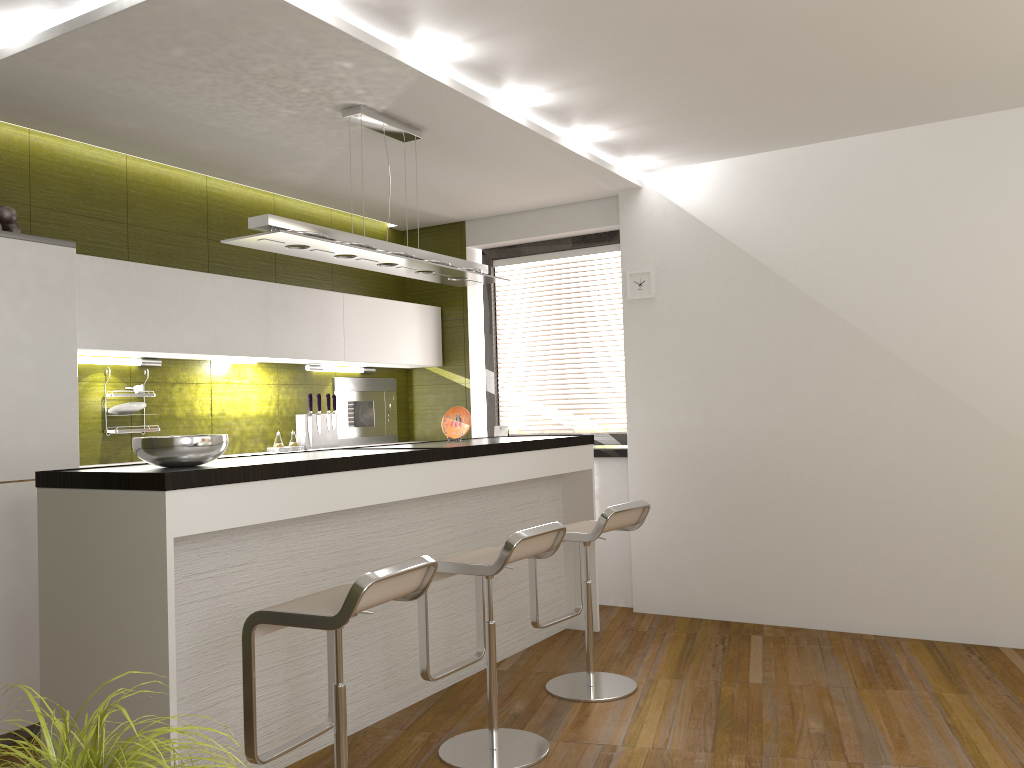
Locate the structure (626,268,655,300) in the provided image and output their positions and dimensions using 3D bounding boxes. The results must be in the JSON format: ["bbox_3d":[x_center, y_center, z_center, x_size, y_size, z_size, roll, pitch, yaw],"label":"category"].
[{"bbox_3d":[0.806,-0.624,5.562,0.180,0.180,0.026,-3,-2,31],"label":"structure"}]

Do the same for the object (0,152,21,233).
[{"bbox_3d":[-2.280,-0.857,3.845,0.304,0.488,0.195,-3,-2,28],"label":"object"}]

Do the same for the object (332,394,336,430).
[{"bbox_3d":[-1.148,0.181,5.710,0.013,0.231,0.040,-3,-2,31],"label":"object"}]

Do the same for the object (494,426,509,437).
[{"bbox_3d":[-0.073,0.379,6.238,0.106,0.169,0.057,-3,-2,25],"label":"object"}]

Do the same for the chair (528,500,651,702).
[{"bbox_3d":[0.369,0.972,4.095,0.460,0.857,0.418,-3,-2,36],"label":"chair"}]

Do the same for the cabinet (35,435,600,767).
[{"bbox_3d":[-0.542,0.861,4.050,0.663,1.134,2.947,-3,-2,31],"label":"cabinet"}]

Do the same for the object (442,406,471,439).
[{"bbox_3d":[-0.303,0.211,4.843,0.184,0.178,0.055,-3,-2,27],"label":"object"}]

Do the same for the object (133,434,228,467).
[{"bbox_3d":[-1.152,0.234,3.091,0.311,0.105,0.311,-4,-2,44],"label":"object"}]

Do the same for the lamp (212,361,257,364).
[{"bbox_3d":[-1.630,-0.125,5.215,0.008,0.008,0.334,-3,-2,31],"label":"lamp"}]

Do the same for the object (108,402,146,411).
[{"bbox_3d":[-1.949,0.120,4.492,0.173,0.052,0.181,-3,-2,31],"label":"object"}]

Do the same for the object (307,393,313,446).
[{"bbox_3d":[-1.258,0.228,5.520,0.013,0.339,0.046,-3,-2,31],"label":"object"}]

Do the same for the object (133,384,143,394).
[{"bbox_3d":[-1.940,0.029,4.597,0.046,0.053,0.051,-1,-2,-28],"label":"object"}]

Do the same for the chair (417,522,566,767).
[{"bbox_3d":[-0.063,0.963,3.366,0.460,0.857,0.418,-3,-2,31],"label":"chair"}]

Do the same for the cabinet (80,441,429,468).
[{"bbox_3d":[-1.312,0.947,5.215,0.465,1.086,2.940,-3,-2,31],"label":"cabinet"}]

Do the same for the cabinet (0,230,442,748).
[{"bbox_3d":[-1.570,0.448,5.065,0.724,2.089,3.471,-3,-2,31],"label":"cabinet"}]

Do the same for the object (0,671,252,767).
[{"bbox_3d":[-0.640,0.893,1.313,0.585,0.904,0.606,-2,-2,-1],"label":"object"}]

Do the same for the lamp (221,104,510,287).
[{"bbox_3d":[-0.591,-0.894,4.143,0.326,0.683,1.677,-3,-2,31],"label":"lamp"}]

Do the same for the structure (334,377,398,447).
[{"bbox_3d":[-1.011,0.193,6.211,0.015,0.469,0.663,-3,-2,31],"label":"structure"}]

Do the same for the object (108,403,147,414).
[{"bbox_3d":[-1.947,0.126,4.491,0.173,0.052,0.181,-3,-2,31],"label":"object"}]

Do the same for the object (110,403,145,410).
[{"bbox_3d":[-1.948,0.123,4.491,0.173,0.052,0.181,-3,-2,31],"label":"object"}]

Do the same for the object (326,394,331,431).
[{"bbox_3d":[-1.173,0.182,5.666,0.013,0.243,0.036,-3,-2,31],"label":"object"}]

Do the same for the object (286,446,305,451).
[{"bbox_3d":[-1.342,0.399,5.453,0.107,0.032,0.107,-3,-2,42],"label":"object"}]

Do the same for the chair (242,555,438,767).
[{"bbox_3d":[-0.495,0.954,2.638,0.460,0.857,0.418,-3,-2,26],"label":"chair"}]

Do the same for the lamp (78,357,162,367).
[{"bbox_3d":[-2.072,-0.117,4.442,0.041,0.041,0.715,-3,-2,31],"label":"lamp"}]

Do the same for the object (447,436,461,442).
[{"bbox_3d":[-0.301,0.249,4.840,0.088,0.131,0.072,-3,-2,26],"label":"object"}]

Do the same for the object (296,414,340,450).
[{"bbox_3d":[-1.236,0.304,5.631,0.107,0.227,0.293,-3,-2,31],"label":"object"}]

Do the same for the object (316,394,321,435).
[{"bbox_3d":[-1.219,0.192,5.590,0.013,0.264,0.042,-3,-2,31],"label":"object"}]

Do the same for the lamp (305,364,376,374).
[{"bbox_3d":[-1.139,-0.099,5.953,0.095,0.041,0.716,-3,-2,30],"label":"lamp"}]

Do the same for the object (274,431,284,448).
[{"bbox_3d":[-1.403,0.342,5.330,0.059,0.121,0.059,-1,-2,-13],"label":"object"}]

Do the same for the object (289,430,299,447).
[{"bbox_3d":[-1.343,0.344,5.455,0.059,0.121,0.059,-2,-2,-2],"label":"object"}]

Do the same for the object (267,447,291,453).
[{"bbox_3d":[-1.402,0.397,5.328,0.107,0.032,0.107,-3,-2,31],"label":"object"}]

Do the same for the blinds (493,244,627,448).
[{"bbox_3d":[-0.718,-2.648,10.307,16.000,12.704,9.030,-1,-2,-20],"label":"blinds"}]

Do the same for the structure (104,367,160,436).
[{"bbox_3d":[-1.951,0.089,4.552,0.110,0.346,0.266,-3,-2,31],"label":"structure"}]
